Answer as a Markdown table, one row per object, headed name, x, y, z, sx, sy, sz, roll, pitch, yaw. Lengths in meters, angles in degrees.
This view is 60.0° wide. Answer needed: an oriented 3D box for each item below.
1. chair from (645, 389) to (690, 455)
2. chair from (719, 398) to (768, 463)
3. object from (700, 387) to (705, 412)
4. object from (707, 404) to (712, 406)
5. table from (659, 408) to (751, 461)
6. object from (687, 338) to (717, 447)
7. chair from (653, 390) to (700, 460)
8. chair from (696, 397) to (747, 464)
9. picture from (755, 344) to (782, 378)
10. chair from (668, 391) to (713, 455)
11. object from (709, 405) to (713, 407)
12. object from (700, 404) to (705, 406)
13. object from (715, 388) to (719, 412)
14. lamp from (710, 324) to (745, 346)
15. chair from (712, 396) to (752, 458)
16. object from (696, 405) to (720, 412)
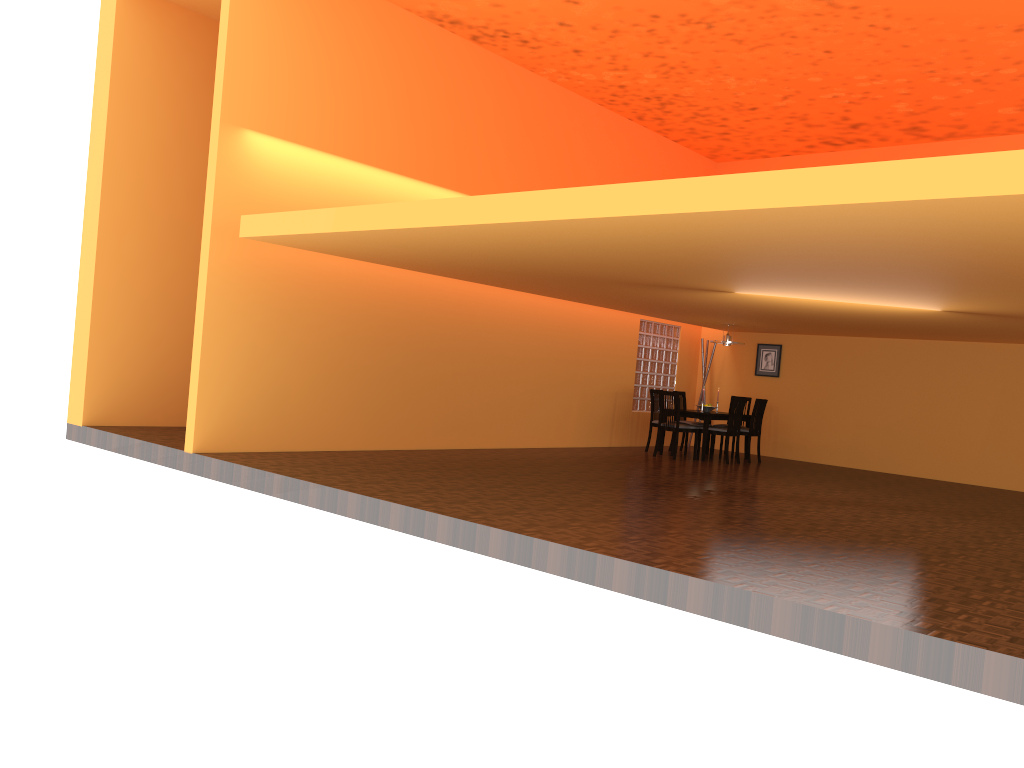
| name | x | y | z | sx | sy | sz | roll | pitch | yaw |
| --- | --- | --- | --- | --- | --- | --- | --- | --- | --- |
| chair | 1.975 | 0.487 | 11.264 | 0.465 | 0.809 | 0.373 | 6 | 1 | 41 |
| chair | 2.927 | 0.573 | 11.199 | 0.465 | 0.809 | 0.373 | 6 | 1 | 41 |
| object | 2.354 | 0.183 | 10.927 | 0.044 | 0.326 | 0.044 | 6 | 1 | 30 |
| object | 2.500 | 0.282 | 11.237 | 0.069 | 0.066 | 0.069 | 4 | 1 | -39 |
| table | 2.459 | 0.644 | 11.209 | 0.697 | 0.584 | 1.259 | 6 | 1 | 41 |
| object | 2.757 | 0.144 | 12.743 | 0.226 | 1.589 | 0.308 | 5 | 1 | -27 |
| chair | 1.976 | 0.497 | 10.677 | 0.465 | 0.809 | 0.373 | 4 | 1 | -44 |
| chair | 2.551 | 0.546 | 10.762 | 0.465 | 0.809 | 0.373 | 6 | 1 | 41 |
| picture | 3.581 | -0.330 | 12.392 | 0.361 | 0.456 | 0.014 | 6 | 1 | 41 |
| chair | 2.351 | 0.513 | 11.700 | 0.465 | 0.809 | 0.373 | 6 | 1 | 41 |
| object | 2.510 | 0.298 | 11.158 | 0.055 | 0.070 | 0.066 | 5 | 1 | 22 |
| object | 2.412 | 0.296 | 11.179 | 0.087 | 0.076 | 0.089 | 4 | 1 | -43 |
| object | 2.644 | 0.201 | 11.392 | 0.044 | 0.326 | 0.044 | 6 | 1 | 30 |
| lamp | 2.781 | -0.630 | 11.429 | 0.435 | 0.274 | 0.435 | 5 | 1 | -27 |
| chair | 2.936 | 0.564 | 11.779 | 0.373 | 0.809 | 0.465 | 6 | 1 | 36 |
| object | 2.452 | 0.315 | 11.181 | 0.337 | 0.072 | 0.337 | 5 | 1 | 7 |
